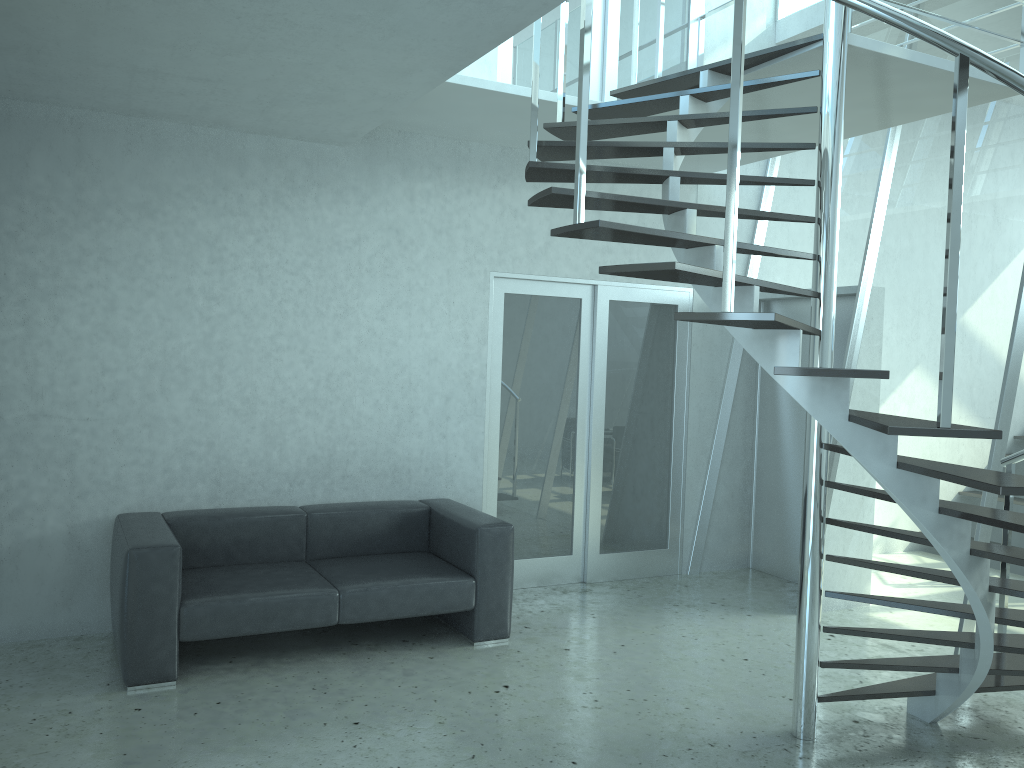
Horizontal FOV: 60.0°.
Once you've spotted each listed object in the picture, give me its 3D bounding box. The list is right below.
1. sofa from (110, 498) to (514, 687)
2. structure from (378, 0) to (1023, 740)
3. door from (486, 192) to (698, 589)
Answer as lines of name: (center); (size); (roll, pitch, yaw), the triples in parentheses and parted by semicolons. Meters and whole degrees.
sofa: (-1.073, 1.048, 4.858); (2.025, 0.652, 0.943); (1, 2, -27)
structure: (1.022, -0.592, 4.272); (2.655, 4.156, 3.780); (1, 2, -27)
door: (0.812, -0.005, 6.879); (1.162, 3.200, 2.576); (3, 2, 21)
